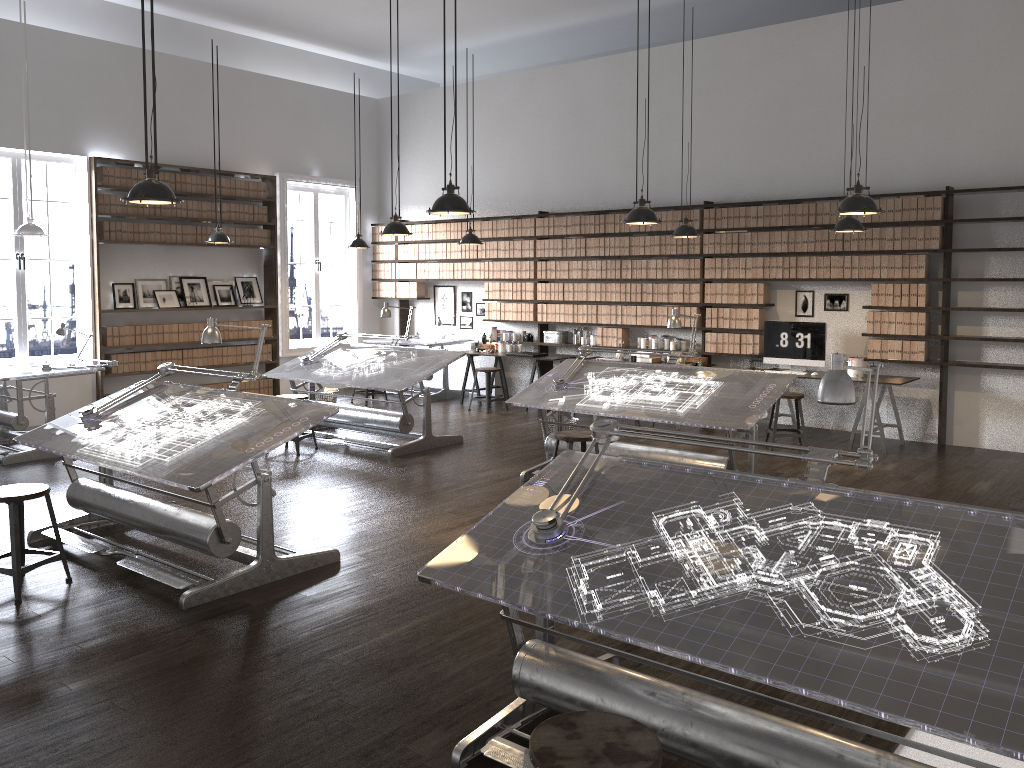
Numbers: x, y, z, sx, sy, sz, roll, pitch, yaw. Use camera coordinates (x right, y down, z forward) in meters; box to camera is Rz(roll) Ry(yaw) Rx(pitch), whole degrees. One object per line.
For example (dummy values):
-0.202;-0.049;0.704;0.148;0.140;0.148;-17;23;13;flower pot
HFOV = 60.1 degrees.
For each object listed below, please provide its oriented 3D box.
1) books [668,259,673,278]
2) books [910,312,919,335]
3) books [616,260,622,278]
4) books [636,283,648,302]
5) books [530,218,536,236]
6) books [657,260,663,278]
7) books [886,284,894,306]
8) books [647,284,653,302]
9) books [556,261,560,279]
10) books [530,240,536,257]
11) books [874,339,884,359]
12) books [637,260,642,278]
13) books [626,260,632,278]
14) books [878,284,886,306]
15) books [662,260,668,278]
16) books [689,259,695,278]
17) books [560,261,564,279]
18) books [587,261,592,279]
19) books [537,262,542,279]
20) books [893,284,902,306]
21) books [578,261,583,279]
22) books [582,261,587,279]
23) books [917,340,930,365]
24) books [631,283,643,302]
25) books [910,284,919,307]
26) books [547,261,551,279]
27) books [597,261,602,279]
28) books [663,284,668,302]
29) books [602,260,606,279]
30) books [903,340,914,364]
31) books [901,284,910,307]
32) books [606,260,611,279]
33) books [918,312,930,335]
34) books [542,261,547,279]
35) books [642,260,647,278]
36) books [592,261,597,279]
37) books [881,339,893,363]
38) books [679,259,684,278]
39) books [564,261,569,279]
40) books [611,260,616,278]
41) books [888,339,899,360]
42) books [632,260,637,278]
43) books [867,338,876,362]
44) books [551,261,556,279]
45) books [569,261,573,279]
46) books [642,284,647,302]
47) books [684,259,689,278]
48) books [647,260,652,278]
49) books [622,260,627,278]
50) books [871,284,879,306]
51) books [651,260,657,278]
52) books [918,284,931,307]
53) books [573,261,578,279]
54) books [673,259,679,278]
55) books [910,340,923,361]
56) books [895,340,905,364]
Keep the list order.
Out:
1.871;-1.323;10.219;0.067;0.225;0.175;3;6;39;books
3.924;-0.584;8.593;0.067;0.225;0.175;3;6;39;books
1.325;-1.374;10.652;0.067;0.225;0.175;3;6;39;books
1.546;-1.077;10.491;0.067;0.225;0.175;3;6;39;books
0.315;-2.019;11.430;0.067;0.225;0.175;3;6;39;books
1.758;-1.333;10.303;0.067;0.225;0.175;3;6;39;books
3.741;-0.875;8.719;0.067;0.225;0.175;3;6;39;books
1.661;-1.067;10.400;0.067;0.225;0.175;3;6;39;books
0.630;-1.441;11.220;0.067;0.225;0.175;3;6;39;books
0.310;-1.744;11.454;0.067;0.225;0.175;3;6;39;books
3.666;-0.333;8.814;0.067;0.225;0.175;3;6;39;books
1.552;-1.353;10.476;0.067;0.225;0.175;3;6;39;books
1.439;-1.363;10.561;0.067;0.225;0.175;3;6;39;books
3.689;-0.880;8.767;0.067;0.225;0.175;3;6;39;books
1.815;-1.328;10.262;0.067;0.225;0.175;3;6;39;books
2.080;-1.303;10.046;0.067;0.225;0.175;3;6;39;books
0.685;-1.436;11.175;0.067;0.225;0.175;3;6;39;books
1.004;-1.406;10.919;0.067;0.225;0.175;3;6;39;books
0.404;-1.463;11.403;0.067;0.225;0.175;3;6;39;books
3.800;-0.870;8.678;0.067;0.225;0.175;3;6;39;books
0.892;-1.415;11.003;0.067;0.225;0.175;3;6;39;books
0.949;-1.411;10.962;0.067;0.225;0.175;3;6;39;books
3.978;-0.303;8.562;0.067;0.225;0.175;3;6;39;books
1.492;-1.083;10.542;0.067;0.225;0.175;3;6;39;books
3.916;-0.859;8.584;0.067;0.225;0.175;3;6;39;books
0.520;-1.452;11.310;0.067;0.225;0.175;3;6;39;books
1.110;-1.394;10.824;0.067;0.225;0.175;3;6;39;books
1.822;-1.051;10.268;0.067;0.225;0.175;3;6;39;books
1.166;-1.389;10.779;0.067;0.225;0.175;3;6;39;books
3.876;-0.313;8.651;0.067;0.225;0.175;3;6;39;books
3.854;-0.864;8.627;0.067;0.225;0.175;3;6;39;books
1.218;-1.385;10.742;0.067;0.225;0.175;3;6;39;books
3.979;-0.579;8.550;0.067;0.225;0.175;3;6;39;books
0.458;-1.457;11.352;0.067;0.225;0.175;3;6;39;books
1.600;-1.348;10.429;0.067;0.225;0.175;3;6;39;books
1.056;-1.400;10.872;0.067;0.225;0.175;3;6;39;books
3.720;-0.328;8.776;0.067;0.225;0.175;3;6;39;books
1.977;-1.312;10.124;0.067;0.225;0.175;3;6;39;books
0.734;-1.430;11.129;0.067;0.225;0.175;3;6;39;books
1.271;-1.380;10.703;0.067;0.225;0.175;3;6;39;books
3.768;-0.323;8.735;0.067;0.225;0.175;3;6;39;books
1.496;-1.359;10.520;0.067;0.225;0.175;3;6;39;books
3.617;-0.338;8.861;0.067;0.225;0.175;3;6;39;books
0.572;-1.446;11.261;0.067;0.225;0.175;3;6;39;books
0.788;-1.426;11.090;0.067;0.225;0.175;3;6;39;books
1.608;-1.072;10.449;0.067;0.225;0.175;3;6;39;books
2.028;-1.307;10.083;0.067;0.225;0.175;3;6;39;books
1.655;-1.343;10.390;0.067;0.225;0.175;3;6;39;books
1.386;-1.369;10.610;0.067;0.225;0.175;3;6;39;books
3.634;-0.886;8.811;0.067;0.225;0.175;3;6;39;books
1.703;-1.338;10.350;0.067;0.225;0.175;3;6;39;books
3.973;-0.853;8.535;0.067;0.225;0.175;3;6;39;books
0.836;-1.421;11.050;0.067;0.225;0.175;3;6;39;books
1.922;-1.318;10.172;0.067;0.225;0.175;3;6;39;books
3.931;-0.308;8.609;0.067;0.225;0.175;3;6;39;books
3.819;-0.318;8.692;0.067;0.225;0.175;3;6;39;books
